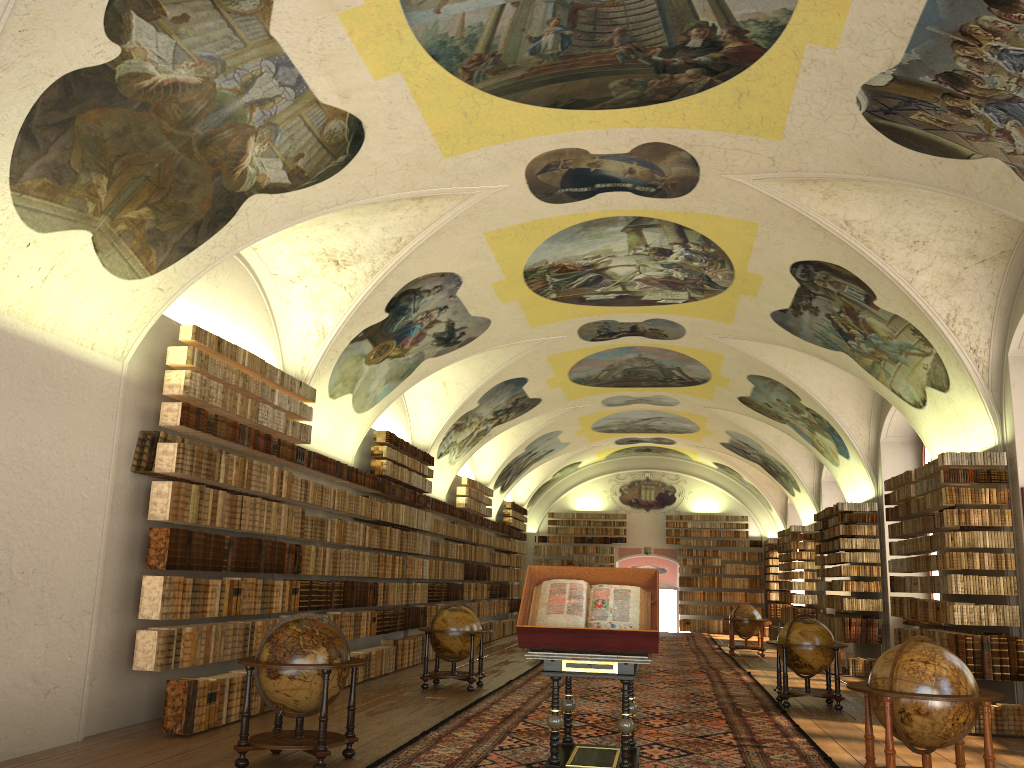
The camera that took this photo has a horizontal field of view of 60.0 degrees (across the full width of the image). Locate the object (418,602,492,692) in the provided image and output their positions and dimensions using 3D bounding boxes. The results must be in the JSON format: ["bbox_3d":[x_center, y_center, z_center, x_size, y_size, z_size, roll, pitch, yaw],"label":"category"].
[{"bbox_3d":[-0.990,4.510,15.331,1.282,1.443,1.281,13,-16,-42],"label":"object"}]

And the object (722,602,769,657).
[{"bbox_3d":[6.573,6.879,24.909,1.281,1.443,1.281,11,-15,-37],"label":"object"}]

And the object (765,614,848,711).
[{"bbox_3d":[4.771,4.464,14.354,1.280,1.443,1.282,8,-14,-27],"label":"object"}]

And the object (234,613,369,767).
[{"bbox_3d":[-2.094,3.029,8.858,1.280,1.443,1.282,8,-14,-27],"label":"object"}]

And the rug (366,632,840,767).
[{"bbox_3d":[2.560,5.907,18.013,4.704,0.064,37.053,0,-13,9],"label":"rug"}]

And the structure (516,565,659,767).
[{"bbox_3d":[0.794,2.786,8.586,1.245,1.973,1.899,0,-12,10],"label":"structure"}]

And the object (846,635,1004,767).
[{"bbox_3d":[3.665,2.983,7.881,1.282,1.443,1.281,13,-16,-42],"label":"object"}]
